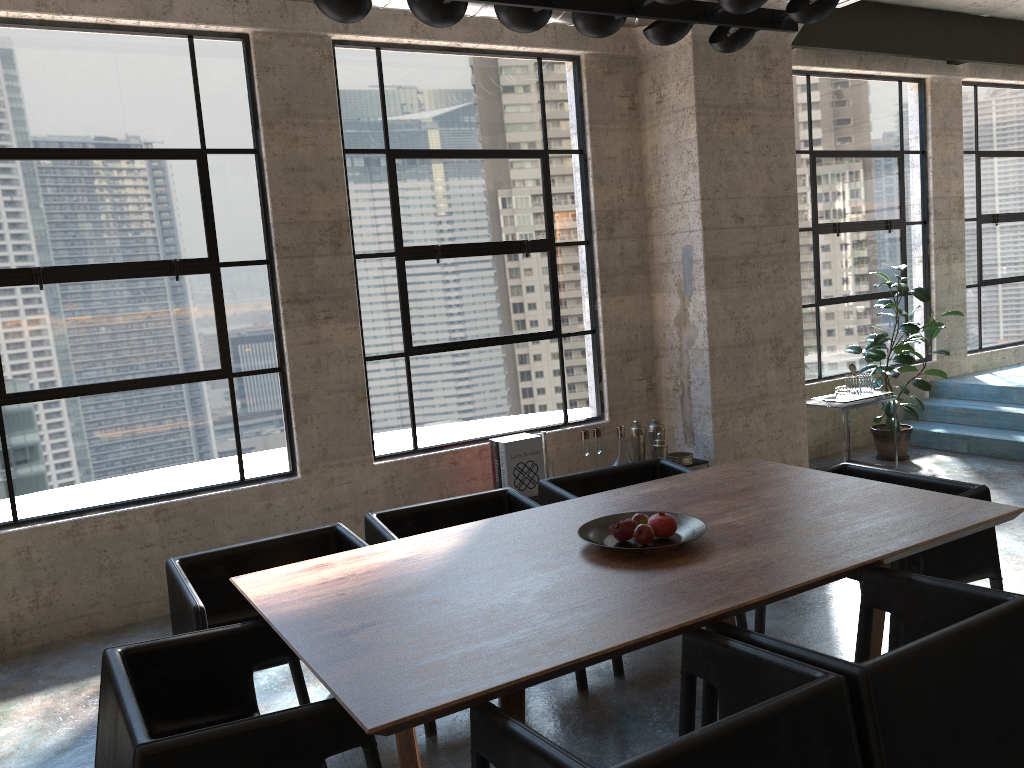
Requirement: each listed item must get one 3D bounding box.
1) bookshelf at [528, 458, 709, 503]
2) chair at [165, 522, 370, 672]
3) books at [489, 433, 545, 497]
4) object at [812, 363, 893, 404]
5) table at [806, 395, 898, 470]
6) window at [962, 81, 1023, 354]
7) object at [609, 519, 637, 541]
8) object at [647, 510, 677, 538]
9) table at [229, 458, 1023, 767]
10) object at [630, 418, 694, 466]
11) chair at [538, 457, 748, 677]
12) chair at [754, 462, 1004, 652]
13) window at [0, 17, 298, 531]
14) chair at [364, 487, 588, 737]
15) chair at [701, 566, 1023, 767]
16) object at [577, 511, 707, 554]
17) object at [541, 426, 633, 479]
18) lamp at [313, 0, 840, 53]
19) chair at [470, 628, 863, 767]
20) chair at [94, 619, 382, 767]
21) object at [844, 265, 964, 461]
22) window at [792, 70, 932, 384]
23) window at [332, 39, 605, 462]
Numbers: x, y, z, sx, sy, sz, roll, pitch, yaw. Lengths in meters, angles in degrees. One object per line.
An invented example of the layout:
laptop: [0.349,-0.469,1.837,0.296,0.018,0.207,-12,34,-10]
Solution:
bookshelf: [0.573,0.785,5.800,1.600,0.347,0.350,-8,8,-29]
chair: [-0.862,0.994,3.358,0.707,0.738,0.754,-8,8,-29]
books: [0.031,0.509,5.472,0.277,0.362,0.191,-8,8,-29]
object: [2.585,-0.009,6.749,0.546,0.253,0.327,-8,8,-29]
table: [2.562,0.398,6.803,0.600,0.563,0.450,-8,8,-29]
window: [4.935,-1.639,8.716,1.780,2.530,0.081,-8,8,-29]
object: [0.385,0.494,3.013,0.110,0.082,0.088,-3,7,10]
object: [0.454,0.481,3.031,0.219,0.097,0.100,-3,7,14]
table: [0.438,0.914,3.066,2.410,0.756,1.299,-8,8,-29]
object: [1.010,0.383,5.991,0.415,0.333,0.248,-4,7,6]
chair: [0.565,0.787,4.135,0.707,0.738,0.754,-8,7,-24]
chair: [1.507,0.766,3.670,0.754,0.738,0.707,-8,8,-29]
window: [-4.784,-0.203,3.181,7.902,2.530,0.081,-8,8,-29]
chair: [-0.189,0.892,3.764,0.707,0.738,0.754,-8,7,-24]
chair: [1.001,0.954,2.426,0.707,0.738,0.754,-8,8,-29]
object: [0.440,0.498,3.013,0.435,0.079,0.435,-4,7,7]
object: [0.484,0.439,5.742,0.703,0.365,0.199,-7,7,-18]
lamp: [0.219,-1.811,2.757,1.813,1.327,0.583,-8,8,-29]
chair: [0.365,1.047,2.073,0.707,0.738,0.754,-8,8,-29]
chair: [-0.752,1.101,2.374,0.754,0.738,0.707,-8,8,-29]
object: [3.066,-0.162,7.059,0.514,1.552,0.886,-11,9,-42]
window: [3.001,-1.354,7.615,1.780,2.530,0.081,-8,8,-29]
window: [-0.211,-0.879,5.785,1.780,2.530,0.081,-8,8,-29]
